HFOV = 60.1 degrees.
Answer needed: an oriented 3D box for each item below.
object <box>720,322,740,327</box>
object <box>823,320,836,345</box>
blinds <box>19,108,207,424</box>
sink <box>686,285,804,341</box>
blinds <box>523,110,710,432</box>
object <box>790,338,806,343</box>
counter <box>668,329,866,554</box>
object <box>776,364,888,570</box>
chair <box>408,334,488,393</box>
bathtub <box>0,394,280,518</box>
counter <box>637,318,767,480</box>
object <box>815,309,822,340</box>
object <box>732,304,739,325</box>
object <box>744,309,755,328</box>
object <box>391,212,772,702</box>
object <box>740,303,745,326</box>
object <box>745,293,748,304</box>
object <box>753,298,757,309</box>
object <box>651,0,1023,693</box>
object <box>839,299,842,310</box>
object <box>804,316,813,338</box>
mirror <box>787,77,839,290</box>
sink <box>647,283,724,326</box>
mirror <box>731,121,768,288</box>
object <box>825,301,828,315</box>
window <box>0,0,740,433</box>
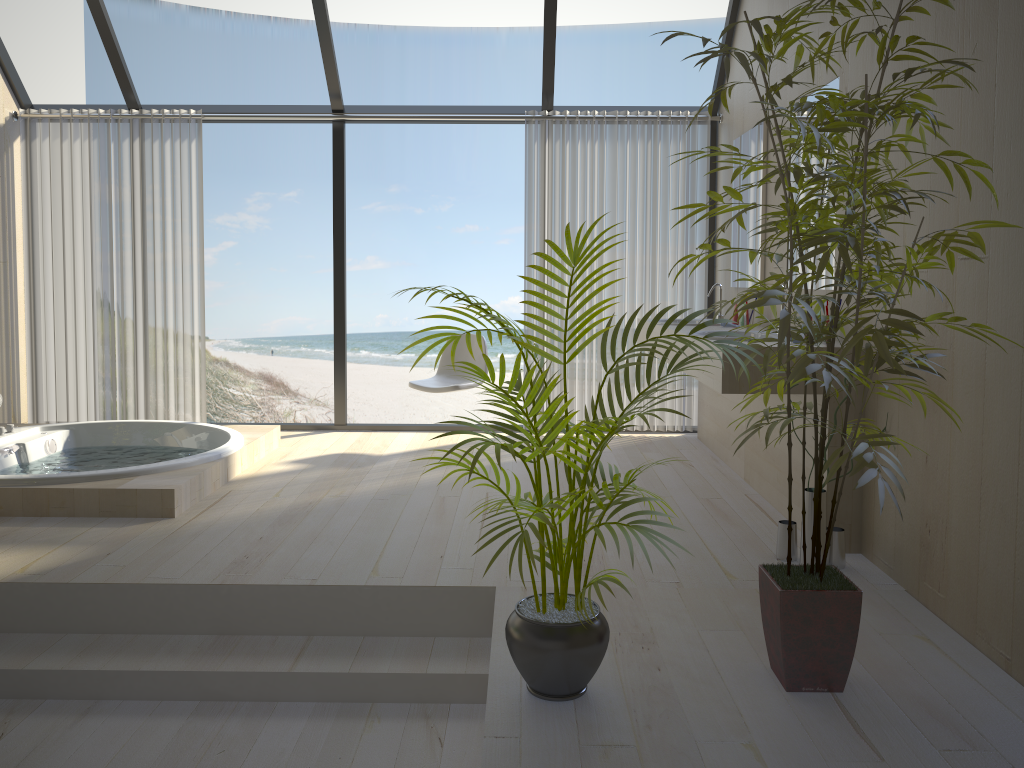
[{"bbox_3d":[1.142,-0.312,4.632,0.105,0.029,0.033,6,8,41],"label":"object"},{"bbox_3d":[1.220,-0.199,3.404,0.058,0.100,0.059,1,4,11],"label":"object"},{"bbox_3d":[-2.585,-0.745,5.786,1.182,2.063,0.084,0,3,1],"label":"blinds"},{"bbox_3d":[1.012,-0.223,3.837,0.504,0.418,0.576,1,6,4],"label":"sink"},{"bbox_3d":[0.670,-0.725,5.752,1.182,2.063,0.084,0,3,1],"label":"blinds"},{"bbox_3d":[1.129,-0.170,3.428,0.105,0.029,0.033,6,8,41],"label":"object"},{"bbox_3d":[1.058,0.186,3.895,0.550,0.787,1.211,0,6,1],"label":"counter"},{"bbox_3d":[1.165,0.290,3.158,0.407,0.746,0.275,-1,4,-11],"label":"object"},{"bbox_3d":[-0.373,-0.126,5.446,0.369,0.346,0.456,3,6,29],"label":"chair"},{"bbox_3d":[-2.331,0.413,4.584,1.821,0.696,1.655,0,6,1],"label":"bathtub"},{"bbox_3d":[1.071,0.043,5.099,0.550,0.787,1.211,0,6,1],"label":"counter"},{"bbox_3d":[1.241,-0.237,3.584,0.039,0.134,0.039,4,5,42],"label":"object"},{"bbox_3d":[1.187,-0.369,4.696,0.039,0.134,0.039,-3,5,-41],"label":"object"},{"bbox_3d":[1.233,-0.341,4.608,0.058,0.100,0.059,1,4,7],"label":"object"},{"bbox_3d":[0.069,0.178,2.183,0.917,1.153,0.753,3,5,34],"label":"object"},{"bbox_3d":[1.254,-0.379,4.788,0.039,0.134,0.039,-3,5,-41],"label":"object"},{"bbox_3d":[1.214,-0.380,4.583,0.012,0.177,0.050,3,5,40],"label":"object"},{"bbox_3d":[1.247,-0.381,4.598,0.054,0.174,0.012,2,4,26],"label":"object"},{"bbox_3d":[0.819,-0.108,2.199,0.787,1.750,0.938,2,4,26],"label":"object"},{"bbox_3d":[1.234,-0.239,3.394,0.054,0.174,0.012,2,4,26],"label":"object"},{"bbox_3d":[1.174,-0.227,3.492,0.039,0.134,0.039,4,5,42],"label":"object"},{"bbox_3d":[1.336,-0.852,3.917,0.023,0.865,0.656,0,5,1],"label":"mirror"},{"bbox_3d":[1.025,-0.365,5.041,0.504,0.418,0.576,1,6,4],"label":"sink"},{"bbox_3d":[1.320,-0.974,4.952,0.023,0.865,0.656,0,5,1],"label":"mirror"},{"bbox_3d":[1.201,-0.238,3.378,0.012,0.177,0.050,3,5,40],"label":"object"},{"bbox_3d":[-0.949,-1.052,5.556,4.560,2.804,0.748,0,4,1],"label":"window"}]
